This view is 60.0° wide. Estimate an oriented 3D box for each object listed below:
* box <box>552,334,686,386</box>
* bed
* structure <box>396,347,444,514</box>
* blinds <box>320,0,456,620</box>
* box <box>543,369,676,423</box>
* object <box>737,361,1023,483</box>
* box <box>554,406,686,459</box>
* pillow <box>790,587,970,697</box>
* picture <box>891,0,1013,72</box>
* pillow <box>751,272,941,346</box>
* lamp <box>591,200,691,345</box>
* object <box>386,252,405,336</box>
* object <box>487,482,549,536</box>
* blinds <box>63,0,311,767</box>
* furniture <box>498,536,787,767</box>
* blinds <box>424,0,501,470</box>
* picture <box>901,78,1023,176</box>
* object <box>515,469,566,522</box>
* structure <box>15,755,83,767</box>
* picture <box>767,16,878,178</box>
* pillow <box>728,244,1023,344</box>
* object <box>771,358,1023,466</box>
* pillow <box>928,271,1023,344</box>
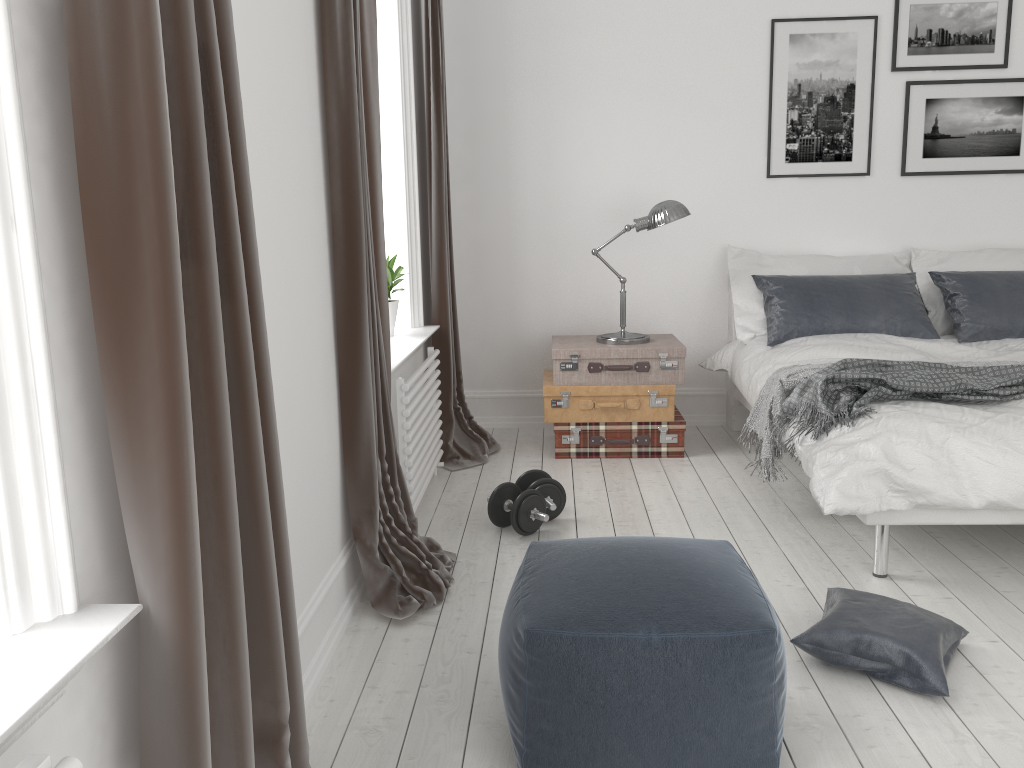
[{"bbox_3d":[0.529,-0.126,4.535,0.647,0.185,0.537,-1,10,3],"label":"box"},{"bbox_3d":[2.057,-0.010,3.708,2.217,0.926,2.473,-1,10,3],"label":"bed"},{"bbox_3d":[-0.402,0.229,3.718,0.114,0.670,0.887,-1,10,3],"label":"structure"},{"bbox_3d":[-0.363,-0.660,2.645,0.294,2.681,0.582,1,11,10],"label":"blinds"},{"bbox_3d":[0.486,0.055,4.571,0.647,0.185,0.537,-1,10,3],"label":"box"},{"bbox_3d":[2.036,0.154,3.461,2.236,0.500,0.521,0,11,6],"label":"object"},{"bbox_3d":[0.541,0.234,4.606,0.647,0.185,0.537,-1,10,3],"label":"box"},{"bbox_3d":[0.987,0.663,2.366,0.381,0.121,0.391,6,12,33],"label":"pillow"},{"bbox_3d":[2.286,-1.843,4.610,0.592,0.403,0.015,-1,10,3],"label":"picture"},{"bbox_3d":[1.646,-0.374,4.406,0.837,0.329,0.405,-1,10,3],"label":"pillow"},{"bbox_3d":[0.644,-0.562,4.448,0.488,0.699,0.269,-1,10,3],"label":"lamp"},{"bbox_3d":[-0.583,-0.396,3.909,0.284,0.369,0.215,-5,11,-18],"label":"object"},{"bbox_3d":[0.019,0.476,3.388,0.179,0.179,0.326,-11,14,-41],"label":"object"},{"bbox_3d":[-0.382,-0.402,1.247,0.318,2.680,0.769,-2,10,-2],"label":"blinds"},{"bbox_3d":[0.290,0.592,2.043,0.646,0.423,0.646,-1,10,4],"label":"furniture"},{"bbox_3d":[-0.250,-0.979,4.351,0.327,2.680,0.779,-2,10,-2],"label":"blinds"},{"bbox_3d":[2.441,-1.358,4.693,0.720,0.486,0.015,-1,10,3],"label":"picture"},{"bbox_3d":[0.110,0.445,3.545,0.179,0.179,0.326,-4,11,-17],"label":"object"},{"bbox_3d":[-0.551,0.806,0.615,0.120,0.670,0.887,-1,10,3],"label":"structure"},{"bbox_3d":[1.639,-1.513,4.702,0.545,0.810,0.015,-1,10,3],"label":"picture"},{"bbox_3d":[2.114,-0.469,4.579,1.965,0.529,0.465,-1,10,2],"label":"pillow"},{"bbox_3d":[2.037,0.119,3.076,2.154,0.377,0.536,0,11,5],"label":"object"},{"bbox_3d":[2.538,-0.384,4.352,0.842,0.339,0.405,-1,10,3],"label":"pillow"}]
